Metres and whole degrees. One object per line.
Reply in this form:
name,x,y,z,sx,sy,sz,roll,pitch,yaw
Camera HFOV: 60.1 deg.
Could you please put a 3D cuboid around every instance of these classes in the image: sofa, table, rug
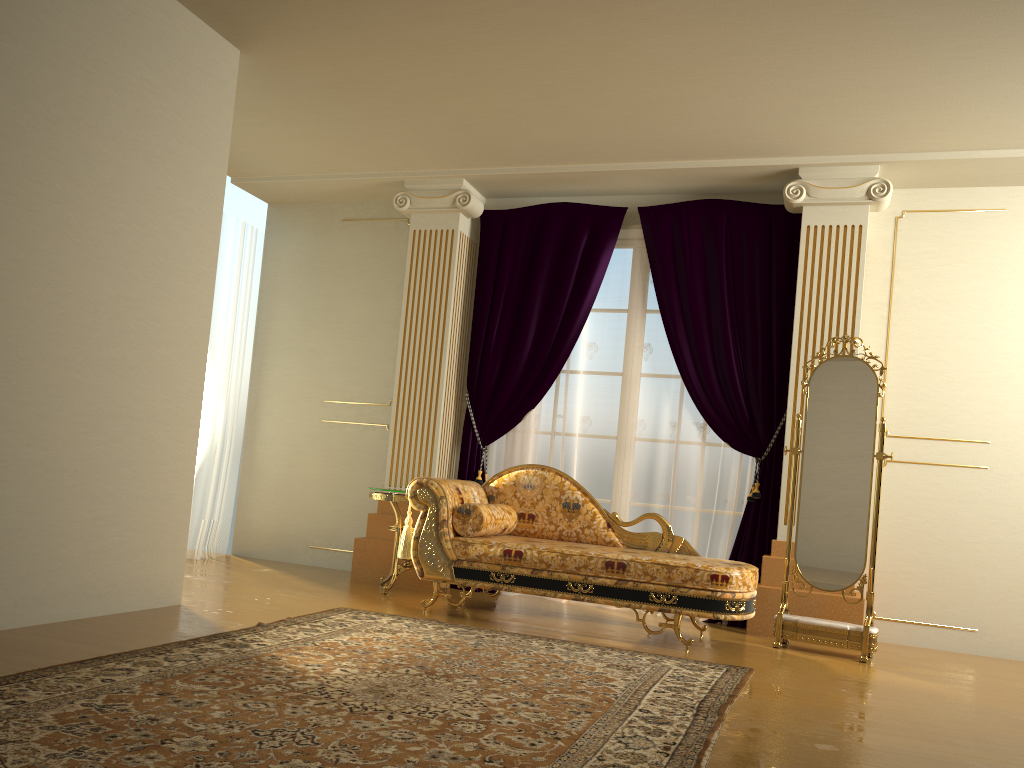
sofa,0.367,0.882,4.811,1.890,0.868,0.697,3,-5,19
table,-0.649,0.995,5.584,0.573,0.640,0.572,7,-5,-25
rug,-0.405,1.018,2.894,2.114,0.017,3.099,3,-7,20

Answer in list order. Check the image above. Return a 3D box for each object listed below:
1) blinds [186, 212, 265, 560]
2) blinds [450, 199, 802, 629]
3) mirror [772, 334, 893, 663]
blinds,-2.350,-0.073,5.772,0.164,2.495,2.179,4,-4,22
blinds,0.699,0.133,5.782,2.232,2.643,0.341,4,-3,20
mirror,1.709,0.574,4.686,0.540,1.693,0.244,4,-3,30
